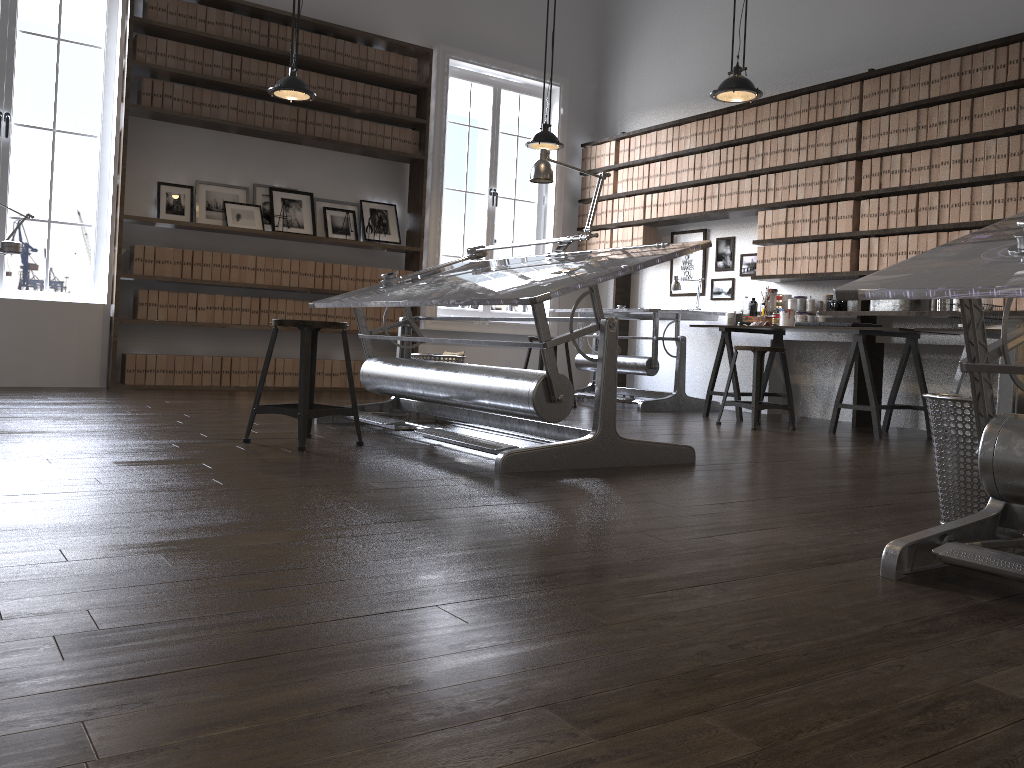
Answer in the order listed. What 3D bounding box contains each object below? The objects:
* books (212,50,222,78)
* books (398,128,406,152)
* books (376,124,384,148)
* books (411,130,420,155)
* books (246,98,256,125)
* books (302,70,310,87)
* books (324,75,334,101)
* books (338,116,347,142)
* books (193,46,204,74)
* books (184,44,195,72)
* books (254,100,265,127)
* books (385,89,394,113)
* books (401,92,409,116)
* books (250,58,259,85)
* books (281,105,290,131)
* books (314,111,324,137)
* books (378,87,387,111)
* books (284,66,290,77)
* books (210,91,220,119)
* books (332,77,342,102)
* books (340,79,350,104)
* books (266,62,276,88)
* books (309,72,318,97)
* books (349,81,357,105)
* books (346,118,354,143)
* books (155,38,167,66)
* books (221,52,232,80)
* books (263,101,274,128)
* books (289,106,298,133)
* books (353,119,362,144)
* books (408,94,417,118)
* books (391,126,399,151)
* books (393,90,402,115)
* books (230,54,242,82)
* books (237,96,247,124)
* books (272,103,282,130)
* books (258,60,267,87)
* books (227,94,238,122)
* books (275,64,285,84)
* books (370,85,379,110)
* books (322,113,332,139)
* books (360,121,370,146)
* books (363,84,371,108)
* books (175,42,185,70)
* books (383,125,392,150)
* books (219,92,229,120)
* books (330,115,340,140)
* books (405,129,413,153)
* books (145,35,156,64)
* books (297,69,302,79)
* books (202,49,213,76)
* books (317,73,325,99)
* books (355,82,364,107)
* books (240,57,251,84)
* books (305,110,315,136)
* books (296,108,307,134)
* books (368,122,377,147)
[{"bbox_3d":[-2.305,-2.446,6.858,0.066,0.226,0.174,3,1,-34],"label":"books"},{"bbox_3d":[-0.998,-2.113,7.752,0.067,0.226,0.175,3,1,-34],"label":"books"},{"bbox_3d":[-1.175,-2.116,7.641,0.066,0.226,0.174,3,1,-34],"label":"books"},{"bbox_3d":[-0.891,-2.111,7.832,0.066,0.226,0.175,3,1,-34],"label":"books"},{"bbox_3d":[-2.096,-2.131,7.015,0.066,0.226,0.174,3,1,-34],"label":"books"},{"bbox_3d":[-1.725,-2.437,7.256,0.066,0.225,0.175,3,1,-34],"label":"books"},{"bbox_3d":[-1.555,-2.434,7.372,0.066,0.226,0.175,3,1,-34],"label":"books"},{"bbox_3d":[-1.454,-2.120,7.443,0.067,0.226,0.175,3,1,-34],"label":"books"},{"bbox_3d":[-2.424,-2.448,6.782,0.066,0.226,0.175,3,1,-34],"label":"books"},{"bbox_3d":[-2.477,-2.449,6.739,0.067,0.226,0.175,3,1,-34],"label":"books"},{"bbox_3d":[-2.036,-2.130,7.051,0.066,0.226,0.174,3,1,-34],"label":"books"},{"bbox_3d":[-1.099,-2.427,7.684,0.066,0.226,0.175,3,1,-34],"label":"books"},{"bbox_3d":[-0.976,-2.424,7.767,0.066,0.225,0.175,3,1,-34],"label":"books"},{"bbox_3d":[-2.070,-2.442,7.020,0.066,0.225,0.175,3,1,-34],"label":"books"},{"bbox_3d":[-1.865,-2.127,7.169,0.066,0.225,0.175,3,1,-34],"label":"books"},{"bbox_3d":[-1.628,-2.123,7.327,0.066,0.226,0.174,3,1,-34],"label":"books"},{"bbox_3d":[-1.155,-2.427,7.640,0.066,0.226,0.174,3,1,-34],"label":"books"},{"bbox_3d":[-1.835,-2.438,7.177,0.067,0.226,0.175,3,1,-34],"label":"books"},{"bbox_3d":[-2.322,-2.135,6.858,0.066,0.225,0.175,3,1,-34],"label":"books"},{"bbox_3d":[-1.495,-2.433,7.408,0.067,0.226,0.175,3,1,-34],"label":"books"},{"bbox_3d":[-1.436,-2.432,7.450,0.066,0.225,0.175,3,1,-34],"label":"books"},{"bbox_3d":[-1.956,-2.440,7.093,0.066,0.226,0.175,3,1,-34],"label":"books"},{"bbox_3d":[-1.668,-2.435,7.289,0.067,0.226,0.175,3,1,-34],"label":"books"},{"bbox_3d":[-1.385,-2.431,7.487,0.066,0.225,0.175,3,1,-34],"label":"books"},{"bbox_3d":[-1.401,-2.120,7.485,0.066,0.225,0.175,3,1,-34],"label":"books"},{"bbox_3d":[-2.644,-2.452,6.626,0.067,0.226,0.175,3,1,-34],"label":"books"},{"bbox_3d":[-2.249,-2.445,6.902,0.066,0.226,0.175,3,1,-34],"label":"books"},{"bbox_3d":[-1.974,-2.129,7.089,0.066,0.226,0.175,3,1,-34],"label":"books"},{"bbox_3d":[-1.812,-2.126,7.207,0.066,0.225,0.175,3,1,-34],"label":"books"},{"bbox_3d":[-1.348,-2.119,7.519,0.066,0.225,0.175,3,1,-34],"label":"books"},{"bbox_3d":[-0.912,-2.423,7.808,0.066,0.225,0.175,3,1,-34],"label":"books"},{"bbox_3d":[-1.053,-2.114,7.715,0.066,0.226,0.175,3,1,-34],"label":"books"},{"bbox_3d":[-1.034,-2.425,7.721,0.067,0.226,0.175,3,1,-34],"label":"books"},{"bbox_3d":[-2.184,-2.444,6.939,0.067,0.226,0.175,3,1,-34],"label":"books"},{"bbox_3d":[-2.153,-2.132,6.974,0.066,0.226,0.175,3,1,-34],"label":"books"},{"bbox_3d":[-1.915,-2.128,7.129,0.067,0.226,0.175,3,1,-34],"label":"books"},{"bbox_3d":[-2.016,-2.441,7.052,0.067,0.226,0.175,3,1,-34],"label":"books"},{"bbox_3d":[-2.208,-2.133,6.931,0.067,0.226,0.175,3,1,-34],"label":"books"},{"bbox_3d":[-1.898,-2.439,7.137,0.066,0.226,0.174,3,1,-34],"label":"books"},{"bbox_3d":[-1.216,-2.428,7.603,0.066,0.226,0.174,3,1,-34],"label":"books"},{"bbox_3d":[-1.571,-2.122,7.371,0.066,0.226,0.174,3,1,-34],"label":"books"},{"bbox_3d":[-1.287,-2.118,7.558,0.067,0.226,0.175,3,1,-34],"label":"books"},{"bbox_3d":[-1.275,-2.429,7.564,0.066,0.226,0.175,3,1,-34],"label":"books"},{"bbox_3d":[-2.535,-2.450,6.705,0.066,0.225,0.175,3,1,-34],"label":"books"},{"bbox_3d":[-1.115,-2.115,7.677,0.066,0.226,0.174,3,1,-34],"label":"books"},{"bbox_3d":[-2.269,-2.134,6.892,0.066,0.225,0.175,3,1,-34],"label":"books"},{"bbox_3d":[-1.513,-2.121,7.410,0.066,0.226,0.175,3,1,-34],"label":"books"},{"bbox_3d":[-0.949,-2.112,7.792,0.066,0.225,0.175,3,1,-34],"label":"books"},{"bbox_3d":[-2.705,-2.453,6.590,0.066,0.226,0.175,3,1,-34],"label":"books"},{"bbox_3d":[-1.776,-2.437,7.219,0.066,0.225,0.175,3,1,-34],"label":"books"},{"bbox_3d":[-2.366,-2.447,6.822,0.066,0.226,0.174,3,1,-34],"label":"books"},{"bbox_3d":[-1.614,-2.435,7.334,0.066,0.226,0.174,3,1,-34],"label":"books"},{"bbox_3d":[-1.327,-2.430,7.521,0.067,0.226,0.175,3,1,-34],"label":"books"},{"bbox_3d":[-2.126,-2.443,6.986,0.066,0.225,0.175,3,1,-34],"label":"books"},{"bbox_3d":[-1.689,-2.124,7.291,0.066,0.226,0.175,3,1,-34],"label":"books"},{"bbox_3d":[-1.748,-2.125,7.245,0.067,0.226,0.175,3,1,-34],"label":"books"},{"bbox_3d":[-1.232,-2.117,7.601,0.066,0.226,0.175,3,1,-34],"label":"books"}]
